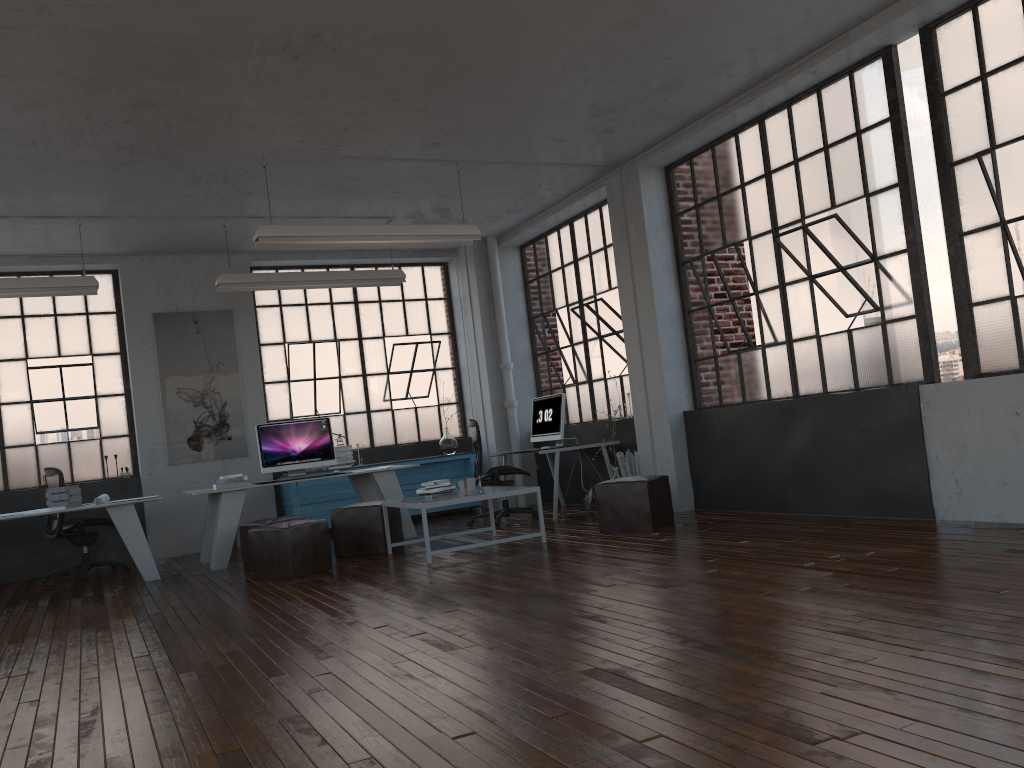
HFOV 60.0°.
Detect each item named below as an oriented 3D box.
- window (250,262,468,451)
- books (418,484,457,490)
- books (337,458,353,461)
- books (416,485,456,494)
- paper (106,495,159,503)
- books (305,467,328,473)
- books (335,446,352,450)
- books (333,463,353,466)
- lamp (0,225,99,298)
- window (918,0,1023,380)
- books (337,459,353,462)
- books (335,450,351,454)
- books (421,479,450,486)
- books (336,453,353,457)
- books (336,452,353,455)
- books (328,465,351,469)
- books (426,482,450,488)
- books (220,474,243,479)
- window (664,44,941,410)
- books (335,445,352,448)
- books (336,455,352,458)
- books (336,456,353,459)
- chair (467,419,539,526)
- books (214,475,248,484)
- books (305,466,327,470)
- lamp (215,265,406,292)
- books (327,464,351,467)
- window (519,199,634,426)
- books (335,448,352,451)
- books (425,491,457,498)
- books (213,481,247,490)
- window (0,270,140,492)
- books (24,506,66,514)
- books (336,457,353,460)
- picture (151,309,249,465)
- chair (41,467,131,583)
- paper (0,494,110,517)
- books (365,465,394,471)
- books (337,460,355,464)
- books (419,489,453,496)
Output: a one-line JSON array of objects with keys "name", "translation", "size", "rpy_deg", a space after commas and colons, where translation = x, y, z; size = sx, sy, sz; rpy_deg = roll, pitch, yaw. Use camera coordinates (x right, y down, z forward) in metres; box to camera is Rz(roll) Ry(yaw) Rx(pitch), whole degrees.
[{"name": "window", "translation": [-1.833, -0.330, 10.858], "size": [2.588, 2.389, 0.671], "rpy_deg": [-6, -2, -26]}, {"name": "books", "translation": [-0.619, 0.848, 7.304], "size": [0.275, 0.014, 0.200], "rpy_deg": [-5, -3, -26]}, {"name": "books", "translation": [-2.020, 0.888, 10.319], "size": [0.288, 0.016, 0.183], "rpy_deg": [-5, -3, -26]}, {"name": "books", "translation": [-0.626, 0.867, 7.303], "size": [0.200, 0.031, 0.271], "rpy_deg": [-9, -4, 39]}, {"name": "paper", "translation": [-3.324, 1.008, 7.771], "size": [0.428, 0.001, 0.485], "rpy_deg": [-6, -3, -15]}, {"name": "books", "translation": [-2.216, 0.966, 9.955], "size": [0.258, 0.032, 0.191], "rpy_deg": [-5, -3, -24]}, {"name": "books", "translation": [-2.023, 0.751, 10.310], "size": [0.288, 0.016, 0.183], "rpy_deg": [-5, -3, -26]}, {"name": "books", "translation": [-2.001, 0.936, 10.295], "size": [0.285, 0.012, 0.160], "rpy_deg": [-5, -3, -26]}, {"name": "lamp", "translation": [-4.579, -1.054, 7.556], "size": [1.875, 0.628, 0.202], "rpy_deg": [-5, -2, -26]}, {"name": "window", "translation": [3.340, -1.289, 4.536], "size": [0.669, 2.389, 2.596], "rpy_deg": [-6, -3, -26]}, {"name": "books", "translation": [-1.996, 0.898, 10.312], "size": [0.254, 0.013, 0.161], "rpy_deg": [-5, -3, -26]}, {"name": "books", "translation": [-2.042, 0.796, 10.315], "size": [0.295, 0.028, 0.180], "rpy_deg": [-5, -3, -26]}, {"name": "books", "translation": [-0.630, 0.808, 7.270], "size": [0.141, 0.026, 0.202], "rpy_deg": [-9, -4, 34]}, {"name": "books", "translation": [-2.003, 0.831, 10.317], "size": [0.262, 0.017, 0.168], "rpy_deg": [-5, -3, -26]}, {"name": "books", "translation": [-2.019, 0.816, 10.326], "size": [0.288, 0.016, 0.183], "rpy_deg": [-5, -3, -26]}, {"name": "books", "translation": [-1.975, 0.940, 10.070], "size": [0.248, 0.014, 0.187], "rpy_deg": [-5, -4, -28]}, {"name": "books", "translation": [-0.607, 0.829, 7.278], "size": [0.185, 0.026, 0.125], "rpy_deg": [-7, -3, 4]}, {"name": "books", "translation": [-2.549, 0.838, 8.044], "size": [0.185, 0.030, 0.153], "rpy_deg": [-5, -3, -25]}, {"name": "window", "translation": [2.125, -1.006, 7.055], "size": [0.669, 2.389, 2.596], "rpy_deg": [-6, -3, -26]}, {"name": "books", "translation": [-2.025, 0.735, 10.298], "size": [0.288, 0.016, 0.183], "rpy_deg": [-5, -3, -26]}, {"name": "books", "translation": [-2.003, 0.845, 10.306], "size": [0.254, 0.012, 0.161], "rpy_deg": [-5, -3, -26]}, {"name": "books", "translation": [-2.015, 0.859, 10.306], "size": [0.285, 0.012, 0.160], "rpy_deg": [-5, -3, -26]}, {"name": "chair", "translation": [-0.125, 0.872, 9.137], "size": [0.791, 1.085, 0.772], "rpy_deg": [-6, -2, -22]}, {"name": "books", "translation": [-2.541, 0.868, 8.029], "size": [0.257, 0.044, 0.193], "rpy_deg": [-6, -3, -6]}, {"name": "books", "translation": [-2.224, 0.939, 9.946], "size": [0.241, 0.023, 0.191], "rpy_deg": [-5, -4, -28]}, {"name": "lamp", "translation": [-1.970, -1.066, 8.817], "size": [1.875, 0.205, 0.202], "rpy_deg": [-5, -3, -26]}, {"name": "books", "translation": [-1.977, 0.927, 10.078], "size": [0.251, 0.012, 0.203], "rpy_deg": [-5, -3, -25]}, {"name": "window", "translation": [0.792, -0.697, 9.821], "size": [0.669, 2.389, 2.596], "rpy_deg": [-6, -3, -26]}, {"name": "books", "translation": [-2.020, 0.770, 10.310], "size": [0.273, 0.021, 0.174], "rpy_deg": [-5, -3, -26]}, {"name": "books", "translation": [-0.588, 0.909, 7.305], "size": [0.217, 0.028, 0.172], "rpy_deg": [-5, -3, -26]}, {"name": "books", "translation": [-2.558, 0.918, 8.043], "size": [0.271, 0.050, 0.201], "rpy_deg": [-5, -3, -26]}, {"name": "window", "translation": [-5.325, -0.013, 9.144], "size": [2.588, 2.389, 0.671], "rpy_deg": [-6, -2, -26]}, {"name": "books", "translation": [-3.900, 1.055, 7.409], "size": [0.235, 0.024, 0.200], "rpy_deg": [-7, -3, 10]}, {"name": "books", "translation": [-1.990, 0.868, 10.308], "size": [0.256, 0.013, 0.161], "rpy_deg": [-5, -3, -26]}, {"name": "picture", "translation": [-3.403, 0.019, 9.706], "size": [0.852, 1.649, 0.025], "rpy_deg": [-6, -2, -26]}, {"name": "chair", "translation": [-4.211, 1.327, 8.639], "size": [0.772, 1.085, 0.792], "rpy_deg": [-8, -2, 33]}, {"name": "paper", "translation": [-4.112, 1.071, 7.796], "size": [1.074, 0.105, 0.977], "rpy_deg": [-5, -3, -26]}, {"name": "books", "translation": [-1.277, 0.813, 8.583], "size": [0.205, 0.019, 0.243], "rpy_deg": [-7, -3, 14]}, {"name": "books", "translation": [-2.005, 0.917, 10.306], "size": [0.330, 0.025, 0.176], "rpy_deg": [-5, -3, -26]}, {"name": "books", "translation": [-0.625, 0.890, 7.302], "size": [0.274, 0.025, 0.210], "rpy_deg": [-6, -3, -6]}]
